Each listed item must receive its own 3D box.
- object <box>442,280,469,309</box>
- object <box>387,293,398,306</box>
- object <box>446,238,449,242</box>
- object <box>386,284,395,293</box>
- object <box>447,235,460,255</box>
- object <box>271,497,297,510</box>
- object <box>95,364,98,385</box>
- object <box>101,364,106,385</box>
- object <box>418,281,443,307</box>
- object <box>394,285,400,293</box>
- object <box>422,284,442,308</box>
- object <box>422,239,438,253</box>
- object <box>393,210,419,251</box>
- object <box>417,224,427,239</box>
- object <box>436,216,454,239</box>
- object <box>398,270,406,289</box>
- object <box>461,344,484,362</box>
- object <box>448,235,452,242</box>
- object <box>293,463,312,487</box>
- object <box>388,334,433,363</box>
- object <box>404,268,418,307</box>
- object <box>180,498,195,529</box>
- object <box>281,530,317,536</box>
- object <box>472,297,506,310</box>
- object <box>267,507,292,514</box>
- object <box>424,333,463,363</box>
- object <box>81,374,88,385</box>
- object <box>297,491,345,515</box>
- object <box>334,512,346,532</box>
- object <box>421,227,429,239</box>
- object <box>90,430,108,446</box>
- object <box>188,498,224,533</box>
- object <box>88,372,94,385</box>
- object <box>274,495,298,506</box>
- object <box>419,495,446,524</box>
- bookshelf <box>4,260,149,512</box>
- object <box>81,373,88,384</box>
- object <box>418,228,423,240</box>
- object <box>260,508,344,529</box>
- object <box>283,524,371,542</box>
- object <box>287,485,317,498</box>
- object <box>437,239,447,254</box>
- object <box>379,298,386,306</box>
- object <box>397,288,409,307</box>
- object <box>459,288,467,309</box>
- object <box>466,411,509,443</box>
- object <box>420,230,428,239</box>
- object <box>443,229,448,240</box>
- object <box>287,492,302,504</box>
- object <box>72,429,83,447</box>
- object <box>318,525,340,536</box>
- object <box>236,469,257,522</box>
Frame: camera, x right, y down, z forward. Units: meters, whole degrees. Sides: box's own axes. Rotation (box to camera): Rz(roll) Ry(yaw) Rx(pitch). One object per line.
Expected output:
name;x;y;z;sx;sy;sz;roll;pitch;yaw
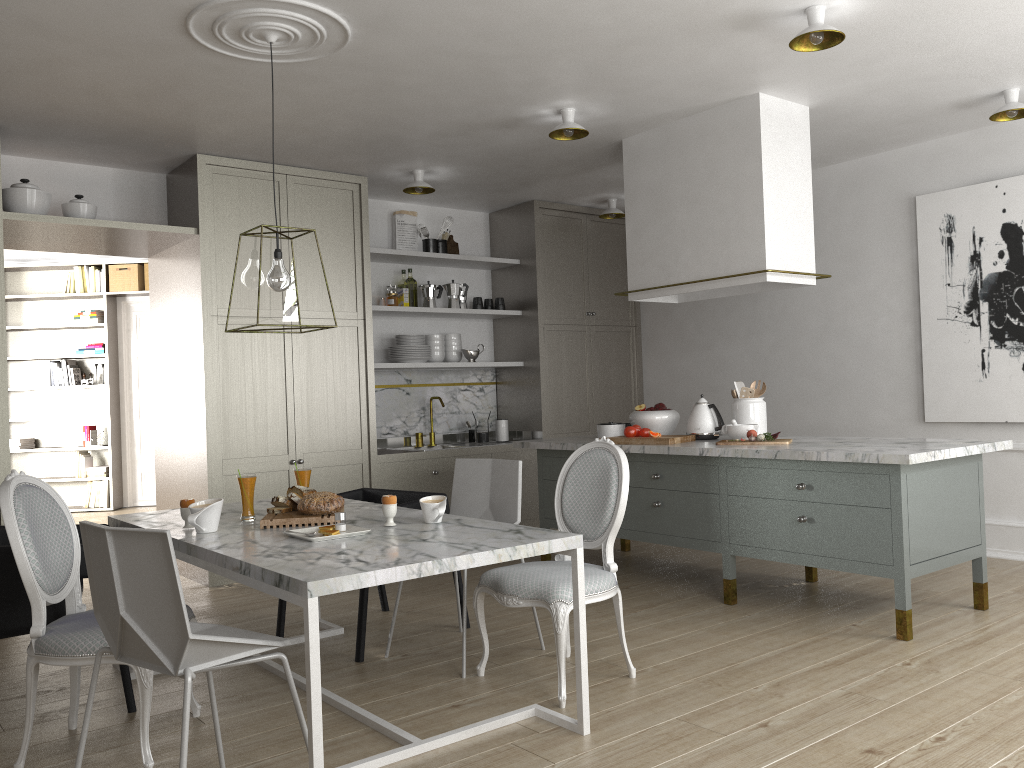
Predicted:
object;-0.397;-0.625;6.202;0.175;0.212;0.111;-2;-1;23
object;-0.805;-0.558;5.972;0.078;0.101;0.078;-2;-1;8
object;-0.459;-0.980;6.360;0.092;0.185;0.023;-2;-1;-28
object;-0.824;-0.592;6.040;0.059;0.172;0.059;-2;-1;24
object;-0.425;-0.980;6.354;0.092;0.183;0.038;-2;-1;-28
object;-0.819;0.427;3.162;0.083;0.055;0.073;-2;-1;28
object;-4.103;-0.092;8.762;0.069;0.211;0.069;-2;-1;-30
object;-4.027;-0.095;8.737;0.069;0.211;0.069;-2;-1;-30
object;-0.568;-0.619;6.221;0.175;0.212;0.111;-2;-1;-2
object;-0.801;-0.593;6.102;0.059;0.172;0.059;-2;-1;-12
object;-0.550;-0.598;6.049;0.087;0.167;0.138;-2;-1;-42
object;-0.570;-0.944;6.172;0.108;0.118;0.108;-3;-1;43
object;-0.737;-1.042;6.175;0.183;0.327;0.074;-2;-1;-29
object;-0.609;-1.030;6.126;0.085;0.148;0.050;-2;-1;-36
object;-0.472;-1.084;6.194;0.135;0.187;0.070;-2;-1;-35
object;-0.745;-0.649;6.137;0.066;0.282;0.066;-3;-1;42
object;-0.279;-0.218;6.301;0.102;0.135;0.210;-3;-1;44
object;-0.436;-0.980;6.355;0.092;0.183;0.038;-2;-1;-28
object;-0.794;0.390;3.371;0.071;0.188;0.071;-2;-1;-18
object;-0.692;-0.235;6.035;0.306;0.195;0.300;-2;-1;-42
object;-0.693;-0.652;6.074;0.082;0.282;0.089;-2;-1;-43
object;-1.104;0.439;3.021;0.050;0.101;0.050;-2;-1;-42
object;-0.657;0.464;2.748;0.132;0.013;0.032;-2;-1;26
object;-0.189;-0.573;6.443;0.264;0.098;0.173;-2;-1;-30
object;-0.827;0.447;3.133;0.077;0.017;0.068;-2;-1;29
object;-0.489;-0.250;6.324;0.149;0.216;0.309;-3;-1;44
object;-4.175;-0.040;8.660;0.064;0.112;0.035;-2;-1;-3
object;-0.662;0.411;3.075;0.157;0.075;0.151;-2;-1;-3
object;-0.543;0.437;2.809;0.036;0.060;0.036;-2;-1;3
object;-0.567;-0.987;6.125;0.039;0.185;0.132;-3;-1;42
object;-4.034;0.527;8.671;0.120;0.155;0.128;-2;-1;2
object;-0.999;0.436;2.900;0.110;0.105;0.170;-2;-1;-18
object;-4.139;-0.049;8.711;0.064;0.128;0.035;-2;-1;13
object;-0.816;0.426;3.191;0.083;0.057;0.072;-2;-1;28
object;-0.246;0.418;2.936;0.089;0.085;0.138;-2;-1;-43
bookshelf;-3.324;-0.004;8.719;3.513;2.402;0.300;-2;-1;-1
object;-4.213;-0.047;8.733;0.064;0.128;0.035;-2;-1;-24
object;-0.611;-0.988;6.195;0.098;0.199;0.059;-2;-1;-19
object;-0.735;0.466;3.144;0.260;0.031;0.360;-2;-1;-8
object;-0.577;0.463;2.762;0.212;0.014;0.212;-2;-1;-39
object;-0.767;0.411;3.258;0.086;0.087;0.090;-2;-1;29
object;-0.513;-0.950;6.269;0.112;0.128;0.112;-2;-1;36
object;-0.881;-0.546;6.038;0.046;0.084;0.046;-2;-1;-12
object;-0.746;-0.579;6.059;0.044;0.141;0.077;-2;-1;-43
object;-0.364;-0.602;6.356;0.087;0.167;0.138;-2;-1;-14
object;-0.181;0.305;6.386;0.307;0.229;0.144;-2;-1;5
object;-0.605;-1.029;6.223;0.085;0.148;0.050;-2;-1;24
object;-0.484;-0.991;6.258;0.083;0.201;0.023;-2;-1;17
object;-0.763;0.419;3.167;0.079;0.067;0.074;-2;-1;24
object;-4.221;0.525;8.678;0.122;0.174;0.128;-2;-1;2
object;-0.571;0.460;2.769;0.068;0.014;0.197;-2;-1;-10
object;-0.940;0.393;3.152;0.071;0.188;0.071;-2;-1;-18
